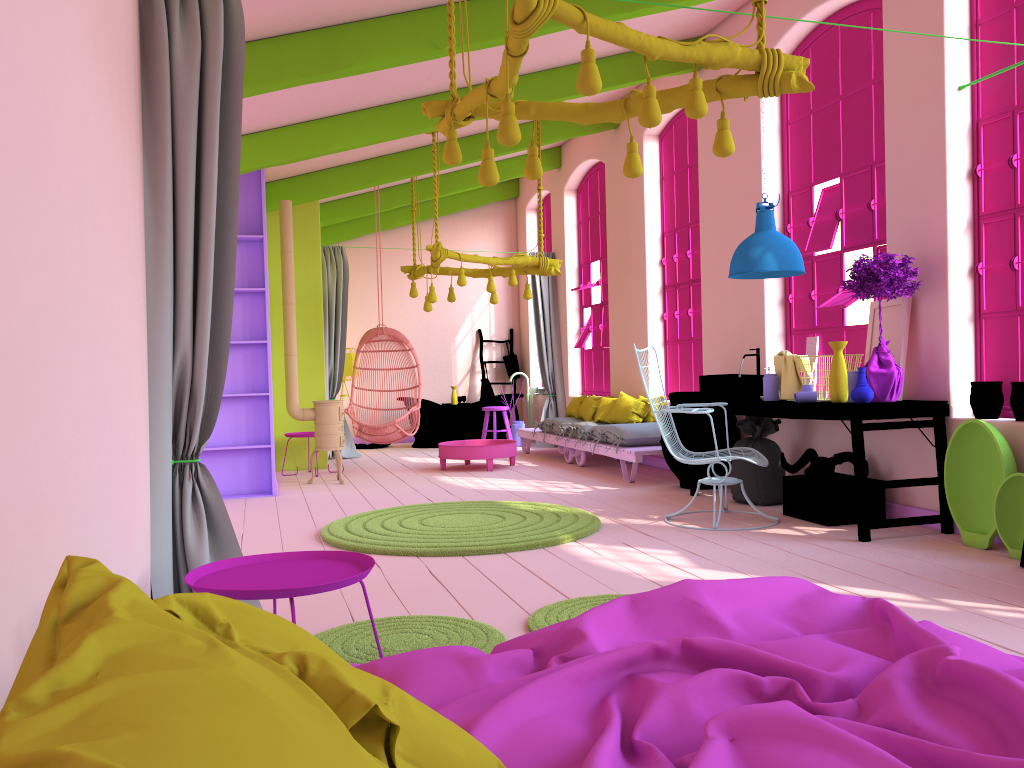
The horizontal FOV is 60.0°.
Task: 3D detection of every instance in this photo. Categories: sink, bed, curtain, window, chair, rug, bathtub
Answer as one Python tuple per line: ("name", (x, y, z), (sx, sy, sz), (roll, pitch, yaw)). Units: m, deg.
("sink", (1.722, 0.021, 6.938), (0.340, 0.194, 0.609), (-2, 1, -16))
("bed", (0.695, 0.777, 1.683), (2.802, 0.514, 3.576), (-2, 1, -16))
("curtain", (0.514, -0.474, 12.337), (0.518, 2.786, 0.525), (-2, 1, 3))
("window", (1.139, -1.338, 11.456), (0.551, 3.010, 1.513), (-2, 1, -16))
("curtain", (-2.314, -0.438, 11.536), (0.518, 2.786, 0.525), (-3, 2, -35))
("curtain", (-1.239, -0.337, 3.423), (0.518, 2.786, 0.525), (-3, 2, -35))
("chair", (-1.479, -0.887, 9.935), (0.860, 3.130, 0.806), (-2, 1, 4))
("window", (0.612, -1.359, 13.290), (0.072, 3.048, 1.274), (-2, 1, -16))
("chair", (1.347, 0.330, 6.122), (0.925, 1.239, 1.078), (-1, 1, 19))
("window", (1.815, -1.331, 9.097), (0.072, 3.048, 1.274), (-2, 1, -16))
("rug", (-0.428, 1.022, 3.456), (0.792, 0.021, 0.792), (-1, 1, 12))
("window", (2.498, -1.308, 6.734), (0.492, 3.004, 1.497), (-2, 1, -16))
("rug", (-0.346, 0.970, 6.124), (1.888, 0.050, 1.888), (-2, 1, -28))
("rug", (0.471, 0.993, 3.714), (0.792, 0.021, 0.792), (-2, 1, -33))
("bathtub", (-0.741, 0.532, 13.092), (1.889, 0.740, 0.826), (-2, 1, -16))
("chair", (-0.237, 0.608, 12.087), (0.446, 0.593, 0.472), (0, 2, 43))
("window", (3.022, -1.304, 4.888), (0.072, 3.048, 1.274), (-2, 1, -16))

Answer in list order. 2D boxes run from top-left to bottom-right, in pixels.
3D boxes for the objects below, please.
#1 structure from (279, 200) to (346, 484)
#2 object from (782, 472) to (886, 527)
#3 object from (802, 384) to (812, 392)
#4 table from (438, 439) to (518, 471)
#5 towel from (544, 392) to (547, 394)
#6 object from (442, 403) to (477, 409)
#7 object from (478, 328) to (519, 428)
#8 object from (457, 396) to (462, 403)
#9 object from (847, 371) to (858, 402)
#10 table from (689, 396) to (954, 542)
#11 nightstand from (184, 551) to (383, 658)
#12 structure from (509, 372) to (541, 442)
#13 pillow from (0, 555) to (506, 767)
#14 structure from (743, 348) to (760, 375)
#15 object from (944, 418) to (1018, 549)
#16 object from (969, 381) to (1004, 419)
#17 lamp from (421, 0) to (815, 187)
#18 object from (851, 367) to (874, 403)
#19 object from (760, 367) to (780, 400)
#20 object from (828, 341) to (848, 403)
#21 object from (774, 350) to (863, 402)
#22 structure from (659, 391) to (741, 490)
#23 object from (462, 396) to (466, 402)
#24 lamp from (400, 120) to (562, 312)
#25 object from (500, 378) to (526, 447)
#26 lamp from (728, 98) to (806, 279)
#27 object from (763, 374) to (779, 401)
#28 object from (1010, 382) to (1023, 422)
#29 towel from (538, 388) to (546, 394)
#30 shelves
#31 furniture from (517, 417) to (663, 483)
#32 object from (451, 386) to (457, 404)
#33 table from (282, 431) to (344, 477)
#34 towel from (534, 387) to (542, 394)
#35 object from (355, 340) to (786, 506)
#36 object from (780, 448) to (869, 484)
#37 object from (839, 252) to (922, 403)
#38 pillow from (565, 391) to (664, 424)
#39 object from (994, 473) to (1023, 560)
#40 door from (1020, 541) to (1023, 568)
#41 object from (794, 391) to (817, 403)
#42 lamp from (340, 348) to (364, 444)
("structure", (-1.974, -0.409, 8.929), (0.577, 2.815, 0.403), (-2, 1, 1))
("object", (2.197, 0.783, 6.078), (0.446, 0.277, 0.521), (-2, 1, -16))
("object", (2.038, 0.063, 6.120), (0.065, 0.118, 0.065), (-1, 2, 33))
("table", (-0.380, 0.795, 9.913), (0.885, 0.285, 0.885), (-1, 1, 10))
("towel", (0.615, 0.097, 13.024), (0.262, 0.102, 0.247), (-2, 1, -20))
("object", (-0.778, 0.322, 13.078), (0.360, 0.068, 1.323), (-2, 1, -16))
("object", (-0.196, 0.001, 14.001), (0.603, 1.765, 0.410), (-2, 2, -16))
("object", (-0.757, 0.264, 12.880), (0.069, 0.170, 0.069), (-2, 1, 4))
("object", (2.187, 0.017, 5.700), (0.109, 0.197, 0.109), (-1, 1, 21))
("table", (2.078, 0.510, 6.374), (0.655, 0.821, 2.192), (-2, 1, -16))
("nightstand", (-0.738, 0.822, 2.878), (0.596, 0.459, 0.596), (-1, 1, 22))
("structure", (0.221, 0.347, 13.344), (0.451, 1.062, 0.254), (-1, 2, 28))
("pillow", (-0.285, 0.650, 1.132), (0.848, 0.822, 2.617), (-2, 1, -26))
("structure", (1.891, -0.084, 7.010), (0.166, 0.397, 0.087), (-2, 1, -7))
("object", (2.705, 0.557, 5.027), (0.218, 0.734, 0.451), (-2, 1, -16))
("object", (2.835, 0.096, 5.296), (0.182, 0.223, 0.182), (-3, 2, -38))
("lamp", (0.222, -2.063, 4.231), (1.610, 2.265, 1.775), (-3, 2, -34))
("object", (2.133, 0.007, 5.405), (0.132, 0.219, 0.132), (-2, 1, 1))
("object", (1.986, -0.008, 6.770), (0.165, 0.250, 0.410), (-1, 1, 19))
("object", (2.058, -0.075, 5.589), (0.116, 0.383, 0.116), (-3, 2, -42))
("object", (2.142, -0.064, 6.356), (0.444, 0.369, 0.633), (-2, 1, -16))
("structure", (1.663, 0.490, 7.825), (0.718, 0.845, 0.718), (-1, 2, 41))
("object", (-0.706, 0.259, 13.064), (0.069, 0.170, 0.069), (-2, 1, 4))
("lamp", (-0.587, -1.925, 9.767), (1.610, 2.265, 1.775), (-3, 2, -34))
("object", (0.047, 0.392, 12.521), (0.451, 0.988, 0.277), (-1, 2, 28))
("lamp", (1.761, -1.764, 6.209), (0.529, 2.002, 0.528), (-1, 2, 16))
("object", (1.889, 0.024, 6.469), (0.109, 0.197, 0.109), (-2, 1, -24))
("object", (2.917, 0.098, 5.010), (0.182, 0.223, 0.182), (-2, 1, -33))
("towel", (0.542, 0.095, 13.284), (0.247, 0.102, 0.262), (-2, 1, -25))
("shelves", (-3.093, -0.492, 7.838), (1.841, 3.105, 0.384), (-2, 2, -16))
("furniture", (0.938, 0.646, 9.990), (0.907, 0.507, 3.775), (-2, 1, -16))
("object", (-0.850, 0.191, 13.023), (0.097, 0.321, 0.097), (-2, 1, -5))
("table", (-2.195, 0.761, 9.760), (0.596, 0.459, 0.596), (-1, 1, 22))
("towel", (0.468, 0.093, 13.541), (0.262, 0.102, 0.247), (-2, 1, -15))
("object", (-0.229, 0.143, 10.130), (2.826, 1.580, 7.863), (-2, 1, -15))
("object", (2.185, 0.687, 6.224), (0.300, 0.448, 0.672), (-3, 2, -40))
("object", (2.322, -0.361, 5.603), (0.502, 0.951, 0.441), (-1, 2, 34))
("pillow", (1.066, 0.276, 10.106), (0.578, 0.399, 1.997), (-2, 1, -16))
("object", (2.728, 0.695, 4.695), (0.137, 0.463, 0.284), (-3, 2, -31))
("door", (2.839, -0.165, 3.941), (0.450, 2.211, 1.153), (-2, 1, -6))
("object", (1.998, 0.090, 6.040), (0.137, 0.076, 0.076), (-2, 1, 4))
("lamp", (-2.524, 0.199, 13.228), (0.491, 1.467, 0.476), (-1, 1, 14))
